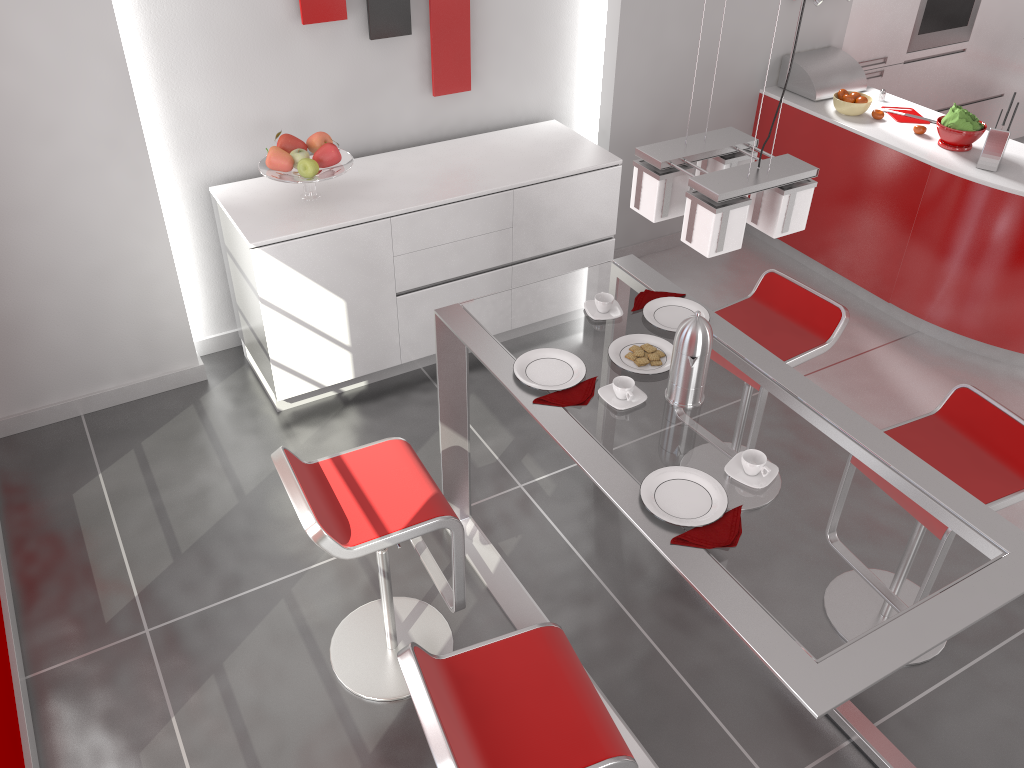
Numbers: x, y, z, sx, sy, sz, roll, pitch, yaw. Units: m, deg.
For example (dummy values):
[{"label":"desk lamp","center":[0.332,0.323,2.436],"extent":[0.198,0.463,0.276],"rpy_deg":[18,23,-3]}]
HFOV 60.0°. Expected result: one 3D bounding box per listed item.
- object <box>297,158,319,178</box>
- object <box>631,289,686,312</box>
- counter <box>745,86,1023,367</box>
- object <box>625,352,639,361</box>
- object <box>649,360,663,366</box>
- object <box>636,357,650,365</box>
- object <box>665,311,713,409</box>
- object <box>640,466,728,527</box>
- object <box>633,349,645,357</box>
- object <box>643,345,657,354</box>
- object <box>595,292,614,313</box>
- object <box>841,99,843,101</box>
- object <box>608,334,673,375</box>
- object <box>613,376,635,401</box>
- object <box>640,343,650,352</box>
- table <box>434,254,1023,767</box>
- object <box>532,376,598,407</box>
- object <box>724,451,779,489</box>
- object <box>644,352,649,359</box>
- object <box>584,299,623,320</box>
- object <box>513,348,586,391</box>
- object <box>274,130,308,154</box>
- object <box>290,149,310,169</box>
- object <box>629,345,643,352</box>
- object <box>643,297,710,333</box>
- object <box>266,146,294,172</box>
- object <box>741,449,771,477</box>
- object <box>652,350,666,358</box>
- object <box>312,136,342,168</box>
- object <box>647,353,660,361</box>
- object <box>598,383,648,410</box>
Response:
[{"label":"object","center":[-0.833,-0.893,3.649],"extent":[0.083,0.086,0.100],"rpy_deg":[13,38,15]},{"label":"object","center":[0.467,-0.293,2.969],"extent":[0.234,0.012,0.095],"rpy_deg":[-18,41,-24]},{"label":"counter","center":[2.806,-0.911,4.809],"extent":[2.865,0.880,1.868],"rpy_deg":[3,37,3]},{"label":"object","center":[0.363,-0.084,2.685],"extent":[0.036,0.006,0.034],"rpy_deg":[26,43,30]},{"label":"object","center":[0.432,-0.066,2.662],"extent":[0.036,0.006,0.034],"rpy_deg":[-4,37,-7]},{"label":"object","center":[0.392,-0.069,2.656],"extent":[0.036,0.006,0.034],"rpy_deg":[-10,38,-15]},{"label":"object","center":[0.489,-0.089,2.463],"extent":[0.113,0.287,0.149],"rpy_deg":[-13,39,-18]},{"label":"object","center":[0.424,0.280,2.193],"extent":[0.217,0.015,0.217],"rpy_deg":[-3,37,-5]},{"label":"object","center":[0.385,-0.094,2.689],"extent":[0.034,0.006,0.036],"rpy_deg":[5,37,5]},{"label":"object","center":[0.422,-0.107,2.707],"extent":[0.036,0.006,0.034],"rpy_deg":[-27,45,-33]},{"label":"object","center":[0.294,-0.264,2.884],"extent":[0.062,0.049,0.078],"rpy_deg":[-19,41,-24]},{"label":"object","center":[1.806,-1.522,4.804],"extent":[0.066,0.058,0.055],"rpy_deg":[-14,39,-20]},{"label":"object","center":[0.398,-0.087,2.687],"extent":[0.217,0.015,0.217],"rpy_deg":[5,37,5]},{"label":"object","center":[0.313,0.019,2.503],"extent":[0.062,0.049,0.078],"rpy_deg":[7,37,8]},{"label":"object","center":[0.416,-0.112,2.725],"extent":[0.034,0.006,0.036],"rpy_deg":[-18,41,-24]},{"label":"table","center":[0.508,0.488,2.767],"extent":[0.800,1.000,1.700],"rpy_deg":[-18,41,-24]},{"label":"object","center":[0.177,0.035,2.521],"extent":[0.234,0.012,0.095],"rpy_deg":[-19,41,-25]},{"label":"object","center":[0.614,0.224,2.275],"extent":[0.119,0.016,0.119],"rpy_deg":[27,44,31]},{"label":"object","center":[0.410,-0.086,2.689],"extent":[0.034,0.006,0.036],"rpy_deg":[-7,37,-10]},{"label":"object","center":[0.298,-0.240,2.893],"extent":[0.119,0.016,0.119],"rpy_deg":[-5,37,-9]},{"label":"object","center":[0.111,-0.040,2.617],"extent":[0.217,0.015,0.217],"rpy_deg":[24,42,28]},{"label":"object","center":[-0.952,-1.018,3.781],"extent":[0.150,0.129,0.117],"rpy_deg":[11,38,13]},{"label":"object","center":[-0.898,-0.949,3.747],"extent":[0.084,0.079,0.086],"rpy_deg":[0,37,-2]},{"label":"object","center":[0.380,-0.107,2.716],"extent":[0.036,0.006,0.034],"rpy_deg":[30,45,33]},{"label":"object","center":[0.531,-0.220,2.870],"extent":[0.217,0.015,0.217],"rpy_deg":[4,37,5]},{"label":"object","center":[-0.967,-0.936,3.692],"extent":[0.117,0.105,0.096],"rpy_deg":[0,37,-1]},{"label":"object","center":[0.615,0.209,2.255],"extent":[0.062,0.049,0.078],"rpy_deg":[-4,37,-6]},{"label":"object","center":[0.445,-0.091,2.697],"extent":[0.034,0.006,0.036],"rpy_deg":[-19,41,-25]},{"label":"object","center":[-0.778,-0.976,3.731],"extent":[0.117,0.133,0.097],"rpy_deg":[-27,45,-32]},{"label":"object","center":[0.427,-0.082,2.673],"extent":[0.034,0.006,0.036],"rpy_deg":[-3,37,-6]},{"label":"object","center":[0.314,0.034,2.523],"extent":[0.119,0.016,0.119],"rpy_deg":[-20,42,-26]}]
